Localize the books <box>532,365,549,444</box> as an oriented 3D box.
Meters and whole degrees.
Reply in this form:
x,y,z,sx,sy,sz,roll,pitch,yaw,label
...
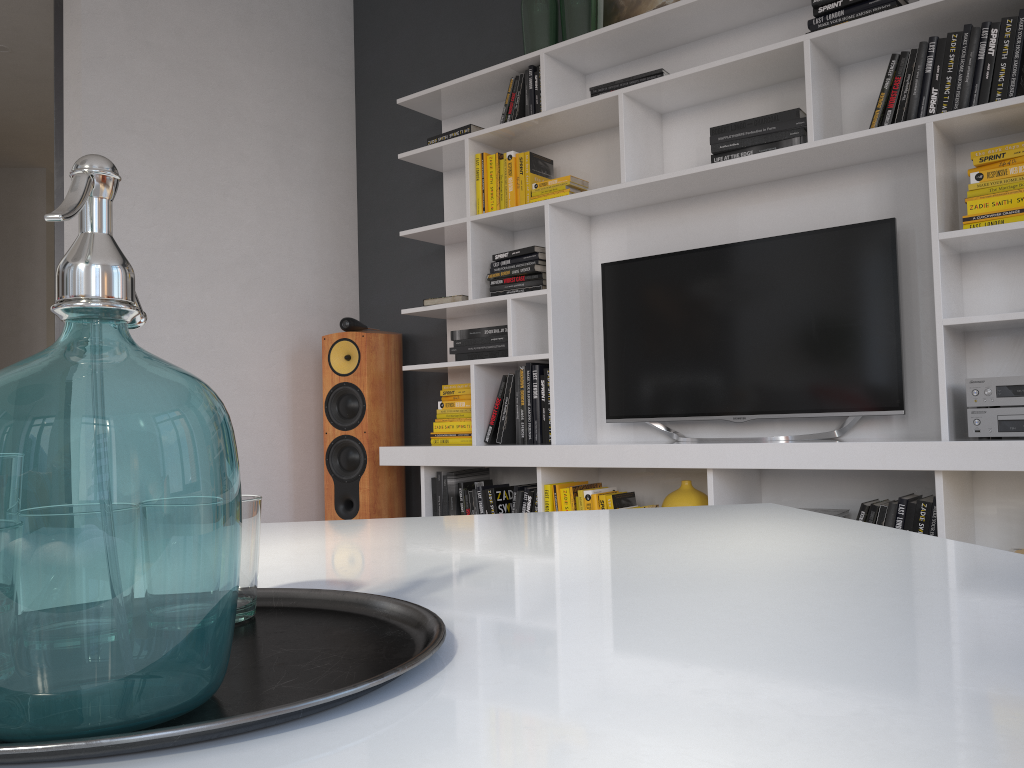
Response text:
x,y,z,sx,sy,sz,roll,pitch,yaw,label
0.165,0.084,3.614,0.034,0.315,0.239,-4,-3,38,books

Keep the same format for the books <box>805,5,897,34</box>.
x,y,z,sx,sy,sz,roll,pitch,yaw,label
1.135,-1.139,2.886,0.284,0.030,0.214,-4,-4,41,books

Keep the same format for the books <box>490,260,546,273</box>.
x,y,z,sx,sy,sz,roll,pitch,yaw,label
0.069,-0.478,3.694,0.264,0.020,0.189,-4,-4,41,books

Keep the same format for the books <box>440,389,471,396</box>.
x,y,z,sx,sy,sz,roll,pitch,yaw,label
-0.173,0.037,3.899,0.234,0.024,0.171,-4,-4,42,books

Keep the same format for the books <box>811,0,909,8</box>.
x,y,z,sx,sy,sz,roll,pitch,yaw,label
1.138,-1.245,2.896,0.266,0.030,0.209,-3,-3,31,books

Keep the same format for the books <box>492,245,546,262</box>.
x,y,z,sx,sy,sz,roll,pitch,yaw,label
0.067,-0.532,3.687,0.180,0.026,0.246,1,-4,-45,books

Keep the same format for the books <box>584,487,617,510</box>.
x,y,z,sx,sy,sz,roll,pitch,yaw,label
0.342,0.516,3.310,0.055,0.252,0.185,-4,-3,36,books

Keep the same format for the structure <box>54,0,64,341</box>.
x,y,z,sx,sy,sz,roll,pitch,yaw,label
-0.731,-1.318,5.835,2.823,4.339,4.190,-1,-3,-7,structure

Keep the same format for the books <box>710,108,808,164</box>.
x,y,z,sx,sy,sz,roll,pitch,yaw,label
0.897,-0.826,3.082,0.343,0.137,0.277,-3,-3,33,books

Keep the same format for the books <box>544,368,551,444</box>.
x,y,z,sx,sy,sz,roll,pitch,yaw,label
0.220,0.089,3.565,0.051,0.297,0.230,-4,-3,38,books

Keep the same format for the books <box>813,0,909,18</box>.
x,y,z,sx,sy,sz,roll,pitch,yaw,label
1.134,-1.218,2.884,0.246,0.026,0.180,-4,-4,40,books

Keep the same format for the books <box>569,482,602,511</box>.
x,y,z,sx,sy,sz,roll,pitch,yaw,label
0.293,0.513,3.352,0.038,0.267,0.202,-4,-3,38,books

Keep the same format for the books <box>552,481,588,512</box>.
x,y,z,sx,sy,sz,roll,pitch,yaw,label
0.237,0.513,3.389,0.048,0.271,0.213,-4,-3,38,books

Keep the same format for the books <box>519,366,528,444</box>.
x,y,z,sx,sy,sz,roll,pitch,yaw,label
0.114,0.087,3.650,0.034,0.314,0.237,-4,-3,38,books

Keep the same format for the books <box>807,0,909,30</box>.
x,y,z,sx,sy,sz,roll,pitch,yaw,label
1.149,-1.190,2.906,0.284,0.030,0.214,-4,-4,41,books

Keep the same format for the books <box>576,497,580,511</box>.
x,y,z,sx,sy,sz,roll,pitch,yaw,label
0.297,0.531,3.326,0.042,0.230,0.156,-4,-3,36,books

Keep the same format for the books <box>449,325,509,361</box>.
x,y,z,sx,sy,sz,roll,pitch,yaw,label
-0.055,-0.165,3.810,0.343,0.137,0.277,-4,-3,38,books

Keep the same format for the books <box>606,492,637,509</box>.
x,y,z,sx,sy,sz,roll,pitch,yaw,label
0.417,0.520,3.263,0.056,0.235,0.172,-4,-3,37,books

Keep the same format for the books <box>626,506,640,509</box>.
x,y,z,sx,sy,sz,roll,pitch,yaw,label
0.441,0.541,3.205,0.046,0.187,0.134,-4,-3,38,books

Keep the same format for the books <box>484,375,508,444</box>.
x,y,z,sx,sy,sz,roll,pitch,yaw,label
0.003,0.109,3.749,0.142,0.284,0.232,-4,-3,38,books

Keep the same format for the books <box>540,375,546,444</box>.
x,y,z,sx,sy,sz,roll,pitch,yaw,label
0.188,0.102,3.587,0.028,0.272,0.200,-4,-3,38,books

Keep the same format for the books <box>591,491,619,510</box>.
x,y,z,sx,sy,sz,roll,pitch,yaw,label
0.355,0.520,3.275,0.043,0.240,0.169,-4,-3,37,books

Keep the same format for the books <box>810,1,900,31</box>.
x,y,z,sx,sy,sz,roll,pitch,yaw,label
1.135,-1.164,2.891,0.264,0.020,0.189,-4,-3,36,books

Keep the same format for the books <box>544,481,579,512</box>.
x,y,z,sx,sy,sz,roll,pitch,yaw,label
0.194,0.515,3.397,0.029,0.270,0.204,-4,-3,38,books

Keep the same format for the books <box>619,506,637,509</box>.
x,y,z,sx,sy,sz,roll,pitch,yaw,label
0.429,0.542,3.224,0.056,0.188,0.138,-4,-3,38,books

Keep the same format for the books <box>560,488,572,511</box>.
x,y,z,sx,sy,sz,roll,pitch,yaw,label
0.269,0.518,3.372,0.066,0.258,0.198,-4,-3,38,books

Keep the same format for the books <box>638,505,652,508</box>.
x,y,z,sx,sy,sz,roll,pitch,yaw,label
0.478,0.536,3.181,0.067,0.193,0.148,-4,-3,39,books

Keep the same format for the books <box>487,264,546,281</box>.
x,y,z,sx,sy,sz,roll,pitch,yaw,label
0.068,-0.453,3.689,0.214,0.030,0.284,1,-4,-44,books

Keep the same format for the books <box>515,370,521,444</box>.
x,y,z,sx,sy,sz,roll,pitch,yaw,label
0.086,0.097,3.665,0.028,0.301,0.213,-4,-3,38,books

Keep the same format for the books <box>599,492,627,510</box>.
x,y,z,sx,sy,sz,roll,pitch,yaw,label
0.386,0.521,3.276,0.043,0.235,0.171,-4,-3,36,books

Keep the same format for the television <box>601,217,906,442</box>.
x,y,z,sx,sy,sz,roll,pitch,yaw,label
0.806,-0.151,3.159,1.102,0.704,0.207,-4,-3,38,television

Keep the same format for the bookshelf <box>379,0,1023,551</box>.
x,y,z,sx,sy,sz,roll,pitch,yaw,label
0.740,-0.327,3.076,3.000,2.052,0.455,-4,-3,38,bookshelf

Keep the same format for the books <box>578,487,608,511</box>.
x,y,z,sx,sy,sz,roll,pitch,yaw,label
0.316,0.517,3.317,0.041,0.252,0.180,-4,-3,38,books

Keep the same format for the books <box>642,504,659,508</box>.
x,y,z,sx,sy,sz,roll,pitch,yaw,label
0.502,0.534,3.173,0.046,0.193,0.149,-4,-3,39,books

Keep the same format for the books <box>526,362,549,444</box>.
x,y,z,sx,sy,sz,roll,pitch,yaw,label
0.141,0.080,3.633,0.026,0.326,0.237,-4,-3,38,books

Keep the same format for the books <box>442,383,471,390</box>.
x,y,z,sx,sy,sz,roll,pitch,yaw,label
-0.167,0.013,3.925,0.234,0.024,0.171,-4,-4,42,books

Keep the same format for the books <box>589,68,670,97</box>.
x,y,z,sx,sy,sz,roll,pitch,yaw,label
0.485,-1.107,3.385,0.310,0.047,0.250,-3,-3,33,books

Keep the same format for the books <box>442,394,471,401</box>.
x,y,z,sx,sy,sz,roll,pitch,yaw,label
-0.176,0.062,3.906,0.167,0.023,0.238,0,-3,-36,books

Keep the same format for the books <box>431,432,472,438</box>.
x,y,z,sx,sy,sz,roll,pitch,yaw,label
-0.187,0.222,3.888,0.269,0.025,0.213,-4,-4,41,books

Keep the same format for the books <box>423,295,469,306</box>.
x,y,z,sx,sy,sz,roll,pitch,yaw,label
-0.229,-0.353,3.910,0.209,0.030,0.266,-3,-3,31,books

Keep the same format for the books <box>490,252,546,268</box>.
x,y,z,sx,sy,sz,roll,pitch,yaw,label
0.084,-0.504,3.708,0.214,0.030,0.284,1,-4,-44,books

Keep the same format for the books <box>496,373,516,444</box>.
x,y,z,sx,sy,sz,roll,pitch,yaw,label
0.033,0.104,3.703,0.100,0.289,0.210,-4,-3,37,books
